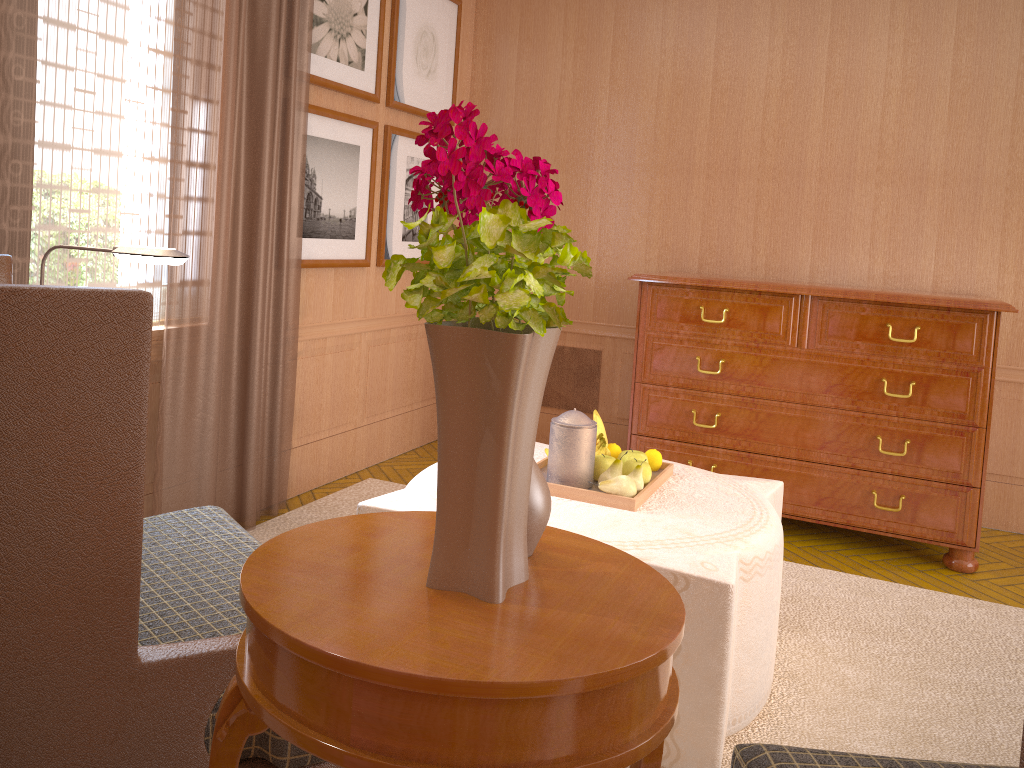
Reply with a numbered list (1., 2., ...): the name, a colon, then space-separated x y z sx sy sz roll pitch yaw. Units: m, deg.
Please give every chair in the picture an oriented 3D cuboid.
1. chair: -1.394 0.599 2.954 1.721 1.961 1.929 -1 8 -42
2. chair: 1.610 1.019 1.681 1.908 1.961 1.739 4 6 -2

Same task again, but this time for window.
1. window: -2.715 -1.918 5.041 0.850 3.356 2.447 5 5 23

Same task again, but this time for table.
1. table: -0.165 1.132 2.096 1.045 1.363 0.929 7 6 30

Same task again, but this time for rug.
1. rug: 1.227 1.720 3.275 7.990 0.020 6.043 8 11 23

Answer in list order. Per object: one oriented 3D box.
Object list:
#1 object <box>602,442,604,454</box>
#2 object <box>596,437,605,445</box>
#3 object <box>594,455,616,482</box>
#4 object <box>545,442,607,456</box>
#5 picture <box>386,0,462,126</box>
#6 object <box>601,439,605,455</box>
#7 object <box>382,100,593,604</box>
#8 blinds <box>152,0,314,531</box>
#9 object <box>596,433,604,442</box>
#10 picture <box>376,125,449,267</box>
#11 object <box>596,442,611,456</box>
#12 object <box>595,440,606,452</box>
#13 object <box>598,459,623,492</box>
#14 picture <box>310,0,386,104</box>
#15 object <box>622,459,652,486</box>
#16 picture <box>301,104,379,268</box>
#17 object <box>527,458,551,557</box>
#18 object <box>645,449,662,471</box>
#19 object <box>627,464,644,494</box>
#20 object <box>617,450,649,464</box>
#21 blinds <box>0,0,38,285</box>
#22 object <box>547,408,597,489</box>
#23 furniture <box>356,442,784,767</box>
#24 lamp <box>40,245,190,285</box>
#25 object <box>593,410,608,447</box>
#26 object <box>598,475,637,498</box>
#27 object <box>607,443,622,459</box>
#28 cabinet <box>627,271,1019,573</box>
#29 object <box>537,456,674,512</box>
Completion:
1. object: 0.363 0.364 4.826 0.061 0.181 0.398 1 8 -38
2. object: 0.429 0.310 4.864 0.065 0.170 0.381 3 9 -11
3. object: 0.478 0.443 4.594 0.160 0.134 0.156 7 8 27
4. object: 0.326 0.370 4.773 0.395 0.184 0.071 10 7 37
5. picture: -0.798 -3.131 8.256 0.048 1.240 1.258 5 6 23
6. object: 0.448 0.356 4.869 0.062 0.198 0.390 3 8 -12
7. object: -0.055 -0.086 2.041 0.457 1.082 0.527 5 4 21
8. blinds: -1.819 -1.342 5.920 0.267 4.760 1.452 5 4 21
9. object: 0.383 0.288 4.875 0.091 0.127 0.414 2 9 -18
10. picture: -0.892 -1.737 8.326 0.048 1.240 1.258 5 6 23
11. object: 0.504 0.344 4.883 0.072 0.171 0.401 4 9 -1
12. object: 0.338 0.317 4.783 0.104 0.158 0.379 -1 9 -43
13. object: 0.501 0.470 4.436 0.130 0.196 0.131 1 6 -31
14. picture: -1.355 -2.947 6.966 0.048 1.240 1.258 5 6 23
15. object: 0.641 0.463 4.541 0.160 0.134 0.156 7 8 27
16. picture: -1.449 -1.553 7.035 0.048 1.240 1.258 5 6 23
17. object: 0.010 0.251 2.242 0.185 0.355 0.188 1 5 -34
18. object: 0.777 0.427 4.882 0.114 0.133 0.109 2 6 -20
19. object: 0.608 0.472 4.384 0.098 0.147 0.099 1 6 -31
20. object: 0.644 0.431 4.704 0.169 0.146 0.174 1 7 -21
21. blinds: -2.739 -1.033 3.786 0.267 4.770 1.432 5 4 24
22. object: 0.308 0.317 4.487 0.234 0.390 0.237 3 5 -10
23. furniture: 0.387 0.971 4.611 1.957 0.893 1.966 7 9 20
24. lamp: -1.732 0.416 3.738 0.628 2.014 0.568 3 3 -15
25. object: 0.496 0.266 4.882 0.071 0.167 0.409 4 9 0
26. object: 0.521 0.512 4.271 0.134 0.127 0.194 10 10 42
27. object: 0.564 0.401 4.979 0.114 0.133 0.109 2 6 -20
28. cabinet: 2.412 0.157 7.242 2.778 1.931 1.424 7 6 23
29. object: 0.449 0.485 4.663 0.642 0.059 0.807 8 10 23
